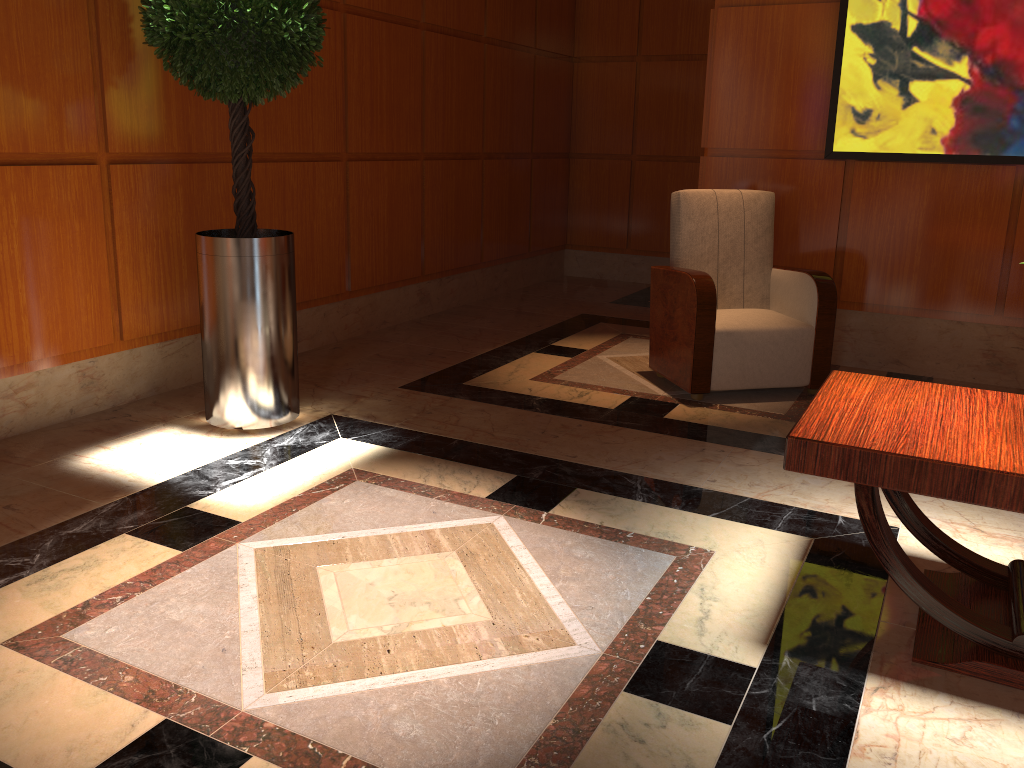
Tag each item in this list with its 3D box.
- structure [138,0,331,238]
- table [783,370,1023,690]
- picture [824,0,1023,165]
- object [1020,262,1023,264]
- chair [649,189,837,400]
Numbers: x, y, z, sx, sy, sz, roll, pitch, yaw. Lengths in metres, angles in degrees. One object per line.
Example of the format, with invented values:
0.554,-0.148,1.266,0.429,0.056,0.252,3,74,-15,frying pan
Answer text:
-1.096,-0.946,3.586,0.722,1.697,0.728,3,14,5,structure
1.310,0.379,2.161,1.170,0.529,0.730,9,16,26,table
2.575,-1.895,4.085,2.001,1.721,0.057,9,15,26,picture
1.350,-0.171,2.051,0.328,0.590,0.352,-11,19,-41,object
1.133,-0.473,4.430,0.738,0.952,0.634,-2,14,-14,chair
